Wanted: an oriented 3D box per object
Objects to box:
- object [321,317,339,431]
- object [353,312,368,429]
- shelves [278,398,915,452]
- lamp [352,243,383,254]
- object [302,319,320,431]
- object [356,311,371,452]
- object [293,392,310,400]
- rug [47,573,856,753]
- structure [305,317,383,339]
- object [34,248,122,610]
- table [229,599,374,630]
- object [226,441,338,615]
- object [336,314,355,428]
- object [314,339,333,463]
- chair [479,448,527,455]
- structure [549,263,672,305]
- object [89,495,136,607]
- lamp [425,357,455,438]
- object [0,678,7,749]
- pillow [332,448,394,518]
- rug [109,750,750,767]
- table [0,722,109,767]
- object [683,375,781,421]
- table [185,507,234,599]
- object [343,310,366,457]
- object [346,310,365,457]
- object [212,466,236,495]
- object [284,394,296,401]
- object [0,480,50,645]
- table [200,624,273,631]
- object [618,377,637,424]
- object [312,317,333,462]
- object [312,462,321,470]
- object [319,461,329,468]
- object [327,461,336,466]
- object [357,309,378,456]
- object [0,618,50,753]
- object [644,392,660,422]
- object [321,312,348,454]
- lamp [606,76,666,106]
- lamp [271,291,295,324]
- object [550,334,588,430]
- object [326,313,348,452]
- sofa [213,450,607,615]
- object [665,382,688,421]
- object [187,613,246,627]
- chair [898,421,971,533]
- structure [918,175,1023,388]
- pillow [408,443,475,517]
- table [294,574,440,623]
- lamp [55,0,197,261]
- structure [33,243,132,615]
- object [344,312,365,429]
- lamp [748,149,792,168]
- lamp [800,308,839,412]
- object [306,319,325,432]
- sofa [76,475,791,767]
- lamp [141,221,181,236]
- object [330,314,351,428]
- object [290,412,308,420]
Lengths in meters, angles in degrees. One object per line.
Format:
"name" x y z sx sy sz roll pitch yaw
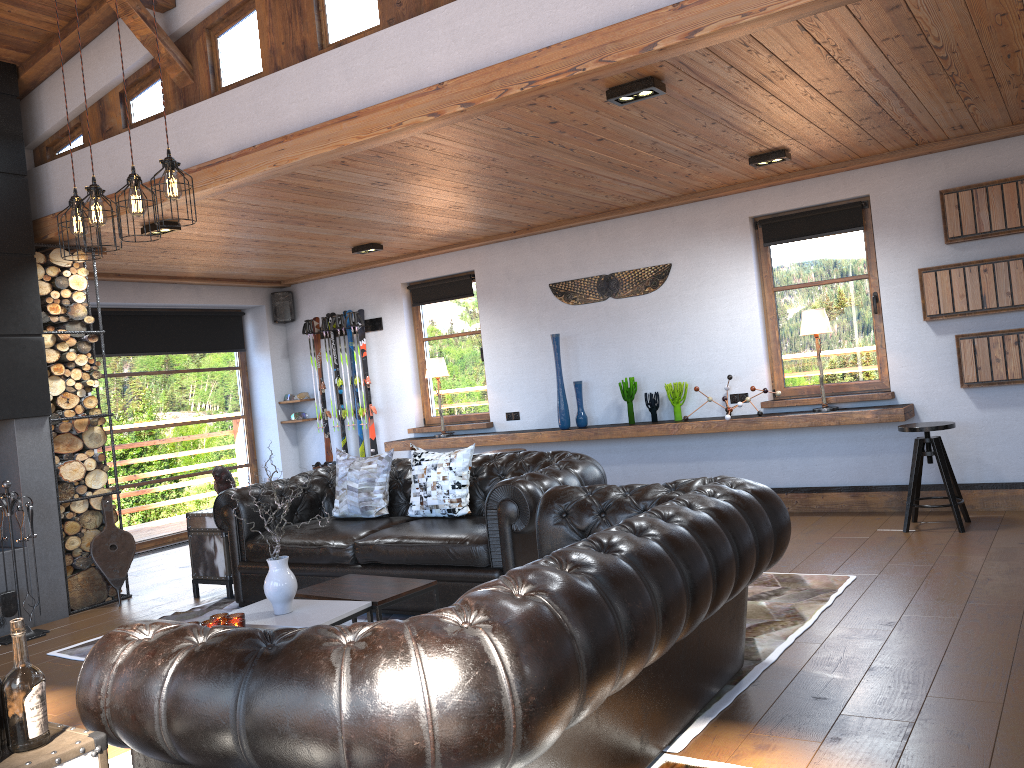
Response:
"object" -1.980 -0.105 9.625 0.120 1.250 0.059 -6 0 15
"object" -1.569 -0.147 9.375 0.121 1.250 0.059 -6 0 -5
"shelves" 0.210 0.407 8.352 6.566 0.988 0.619 -6 0 33
"lamp" -1.344 -1.262 8.234 0.258 0.068 0.157 -6 0 33
"object" -2.184 -0.084 9.668 0.058 1.250 0.122 -6 0 15
"object" -1.578 0.024 9.469 0.094 1.606 0.116 -6 0 33
"object" -2.367 0.134 10.002 0.158 0.084 0.192 -6 0 32
"rug" -0.392 1.307 5.078 3.997 0.053 2.460 -6 0 33
"structure" -1.891 -0.592 9.612 1.038 0.135 0.322 -6 0 33
"object" -3.315 0.328 6.520 0.461 2.612 0.499 -6 0 33
"table" -1.010 1.220 4.072 0.643 0.350 0.404 -6 0 28
"object" -1.072 0.645 4.028 0.612 0.808 0.411 -6 0 44
"object" -1.786 -0.125 9.500 0.120 1.250 0.059 -6 0 15
"object" -2.133 0.081 9.825 0.094 1.606 0.116 -6 0 33
"chair" -0.054 0.939 7.728 0.436 0.716 0.446 -6 0 37
"structure" 0.852 -0.871 7.960 1.234 0.240 0.099 -6 0 33
"object" -2.900 1.202 6.429 0.262 0.795 0.269 -6 0 16
"lamp" -0.576 0.464 9.052 0.243 1.481 0.640 -6 0 37
"object" -1.202 0.684 2.003 0.087 0.286 0.088 -6 0 11
"pillow" -1.024 0.661 6.061 0.522 0.469 0.287 -6 0 36
"rug" -1.201 1.409 1.843 2.403 0.053 3.853 -6 0 34
"table" -1.169 1.126 1.969 0.413 0.609 0.410 -6 0 33
"object" 1.786 0.099 7.253 0.527 0.349 0.639 -6 0 -30
"table" -2.031 1.194 6.392 0.413 0.609 0.410 -6 0 33
"object" -1.724 0.008 9.627 0.072 1.622 0.112 -6 0 33
"object" -1.668 0.002 9.578 0.072 1.622 0.112 -6 0 33
"object" -2.065 0.739 6.374 0.150 0.319 0.246 -6 0 -16
"object" -2.515 0.150 10.097 0.187 0.084 0.161 -6 0 32
"object" -3.181 1.119 5.664 0.309 1.018 0.306 -6 0 -12
"table" -1.231 1.246 3.688 0.643 0.350 0.405 -6 0 33
"object" 1.029 0.147 7.757 0.158 0.410 0.146 -6 0 2
"object" -2.060 0.059 9.764 0.094 1.606 0.116 -6 0 33
"object" -2.148 0.994 9.739 0.115 0.270 0.254 -6 0 23
"object" -2.051 0.985 9.675 0.115 0.270 0.255 -6 0 38
"object" -1.949 0.974 9.609 0.115 0.270 0.255 -6 0 38
"object" -1.505 0.002 9.408 0.094 1.606 0.116 -6 0 33
"object" -1.103 0.673 1.999 0.087 0.286 0.088 -6 0 10
"object" 1.224 0.202 7.696 0.129 0.260 0.123 -6 0 3
"object" -1.917 0.028 9.616 0.103 1.622 0.257 -6 0 29
"lamp" 0.610 -1.449 4.372 0.258 0.068 0.157 -6 0 33
"lamp" -2.605 -0.871 10.089 0.211 0.349 0.216 -6 0 33
"object" 0.512 -0.029 7.998 0.275 0.862 0.111 -6 0 -12
"object" -1.926 0.028 9.720 0.072 1.622 0.112 -6 0 33
"sofa" -0.619 0.933 5.760 2.537 0.838 1.253 -6 0 32
"object" 1.411 0.148 7.590 0.183 0.332 0.198 -6 0 -7
"object" -1.268 1.033 3.699 0.304 0.081 0.244 -6 0 -19
"chair" 2.877 0.636 6.074 0.388 0.721 0.397 -6 0 33
"structure" 3.858 -0.758 6.167 1.831 1.445 0.324 -6 0 33
"pillow" -0.461 0.604 5.699 0.522 0.469 0.287 -6 0 36
"table" -0.730 1.189 4.439 0.642 0.350 0.405 -6 0 38
"lamp" -1.957 -1.737 4.189 0.795 2.202 0.264 -6 0 23
"structure" -3.304 0.320 6.521 0.506 2.617 0.507 -6 0 33
"object" -1.665 -0.137 9.328 0.121 1.250 0.059 -6 0 0
"lamp" 1.806 -1.585 6.209 0.258 0.068 0.157 -6 0 33
"lamp" 2.497 0.150 7.048 0.244 1.481 0.638 -6 0 25
"object" -2.174 -0.085 9.749 0.120 1.250 0.059 -6 0 15
"sofa" 0.090 0.872 2.990 1.225 0.838 2.595 -6 0 33
"lamp" -2.534 -1.127 6.395 0.258 0.068 0.157 -6 0 33
"object" -1.833 -0.120 9.453 0.121 1.250 0.059 -6 0 -10
"object" -2.425 0.360 10.051 0.189 0.084 0.348 -6 0 -21
